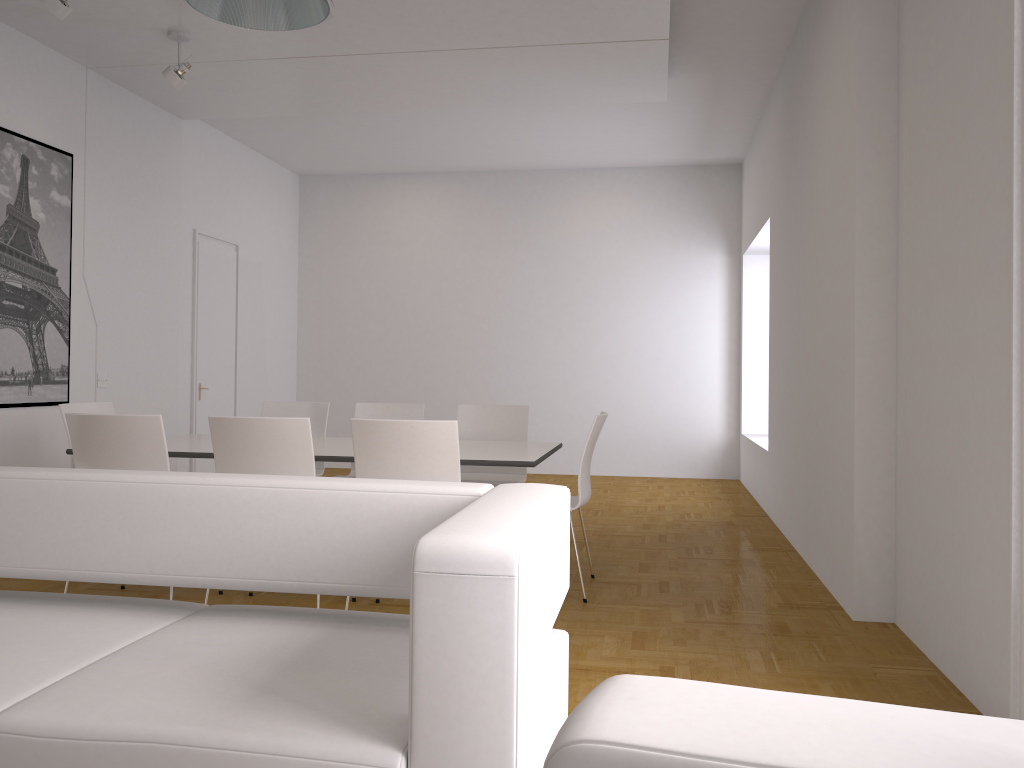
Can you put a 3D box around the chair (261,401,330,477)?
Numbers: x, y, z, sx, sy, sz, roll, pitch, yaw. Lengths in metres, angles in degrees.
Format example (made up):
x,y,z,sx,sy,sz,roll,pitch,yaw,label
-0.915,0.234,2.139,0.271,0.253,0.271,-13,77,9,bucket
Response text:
x,y,z,sx,sy,sz,roll,pitch,yaw,label
-1.510,0.588,5.785,0.561,0.931,0.575,1,0,9,chair

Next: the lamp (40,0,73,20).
x,y,z,sx,sy,sz,roll,pitch,yaw,label
-2.383,-2.096,4.647,0.167,0.364,0.173,1,-1,-38,lamp

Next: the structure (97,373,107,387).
x,y,z,sx,sy,sz,roll,pitch,yaw,label
-3.074,-0.028,6.657,0.013,0.104,0.114,1,0,9,structure

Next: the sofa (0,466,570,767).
x,y,z,sx,sy,sz,roll,pitch,yaw,label
-1.218,0.652,1.992,2.622,0.849,0.822,1,0,9,sofa

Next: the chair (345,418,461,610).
x,y,z,sx,sy,sz,roll,pitch,yaw,label
-0.431,0.615,4.030,0.561,0.931,0.575,1,0,9,chair

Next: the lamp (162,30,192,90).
x,y,z,sx,sy,sz,roll,pitch,yaw,label
-2.196,-2.104,5.789,0.167,0.364,0.173,1,-1,-38,lamp

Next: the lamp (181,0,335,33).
x,y,z,sx,sy,sz,roll,pitch,yaw,label
-0.774,-1.794,2.733,0.464,1.250,0.464,1,-1,9,lamp

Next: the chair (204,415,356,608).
x,y,z,sx,sy,sz,roll,pitch,yaw,label
-1.083,0.607,4.137,0.561,0.931,0.575,1,0,9,chair

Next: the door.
x,y,z,sx,sy,sz,roll,pitch,yaw,label
-2.908,-0.219,8.677,0.132,2.453,0.871,1,-1,9,door

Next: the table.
x,y,z,sx,sy,sz,roll,pitch,yaw,label
-0.987,0.701,4.909,2.411,0.722,1.210,1,0,9,table

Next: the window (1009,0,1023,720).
x,y,z,sx,sy,sz,roll,pitch,yaw,label
1.332,-0.142,1.031,0.195,2.528,3.350,1,0,9,window

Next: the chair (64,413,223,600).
x,y,z,sx,sy,sz,roll,pitch,yaw,label
-1.775,0.598,4.250,0.561,0.931,0.575,1,0,9,chair

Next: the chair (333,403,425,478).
x,y,z,sx,sy,sz,roll,pitch,yaw,label
-0.858,0.596,5.678,0.561,0.931,0.575,1,0,9,chair

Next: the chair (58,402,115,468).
x,y,z,sx,sy,sz,roll,pitch,yaw,label
-2.238,0.578,5.098,0.575,0.931,0.561,1,0,9,chair

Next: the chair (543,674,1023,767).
x,y,z,sx,sy,sz,roll,pitch,yaw,label
0.256,0.639,0.226,0.801,0.911,1.096,1,0,19,chair

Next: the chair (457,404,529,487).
x,y,z,sx,sy,sz,roll,pitch,yaw,label
-0.166,0.604,5.564,0.561,0.931,0.575,1,0,9,chair

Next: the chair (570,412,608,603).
x,y,z,sx,sy,sz,roll,pitch,yaw,label
0.217,0.616,4.696,0.575,0.931,0.561,1,0,9,chair

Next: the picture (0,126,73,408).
x,y,z,sx,sy,sz,roll,pitch,yaw,label
-3.185,-0.738,5.896,0.016,1.780,0.786,1,-1,9,picture
